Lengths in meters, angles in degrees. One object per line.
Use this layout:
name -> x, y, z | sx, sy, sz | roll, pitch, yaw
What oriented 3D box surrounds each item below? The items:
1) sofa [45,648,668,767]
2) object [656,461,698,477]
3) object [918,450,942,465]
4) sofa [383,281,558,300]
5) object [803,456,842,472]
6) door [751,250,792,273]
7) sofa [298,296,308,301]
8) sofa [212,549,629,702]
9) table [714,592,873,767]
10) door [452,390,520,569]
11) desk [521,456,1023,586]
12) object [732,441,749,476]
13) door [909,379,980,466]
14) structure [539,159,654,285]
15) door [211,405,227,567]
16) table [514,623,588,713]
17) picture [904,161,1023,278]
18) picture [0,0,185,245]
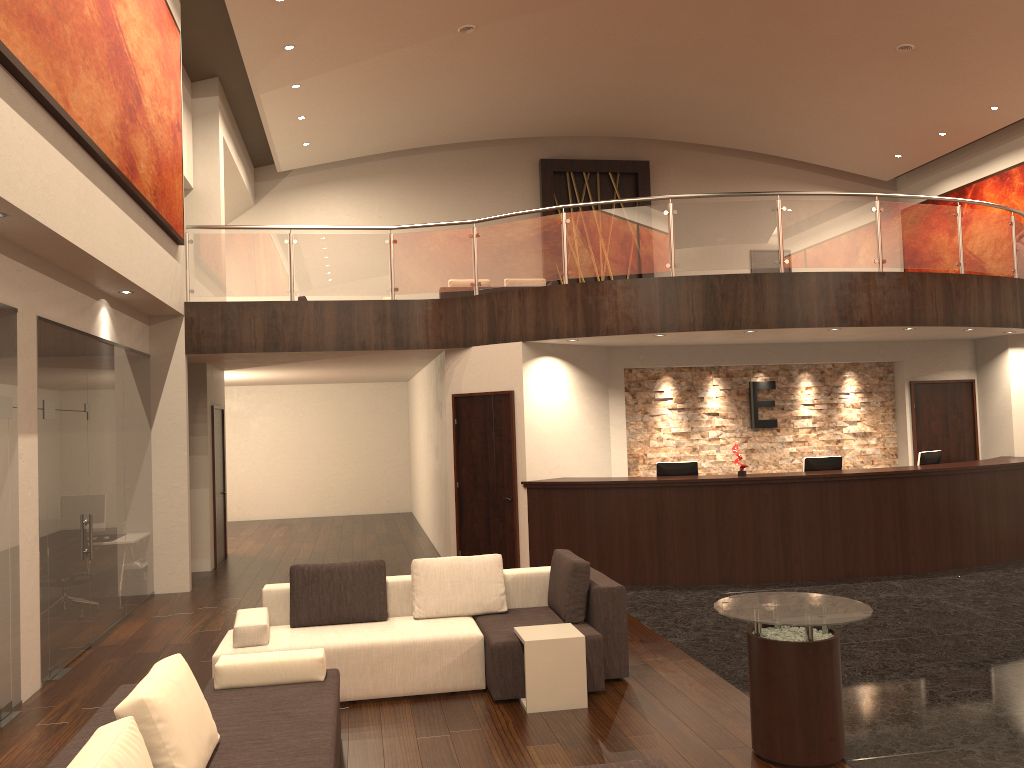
sofa -> -0.492, 1.618, 3.809 | 2.586, 0.862, 3.366 | -2, -2, -10
object -> 1.948, 1.161, 10.433 | 0.483, 0.485, 0.189 | -2, -2, 5
object -> 5.153, 1.070, 10.908 | 0.483, 0.485, 0.189 | 0, -3, -35
sofa -> -0.732, -1.295, 15.842 | 3.366, 0.862, 2.586 | -2, -2, -10
object -> 3.678, 1.102, 10.466 | 0.483, 0.485, 0.189 | -2, -2, -10
door -> 6.070, -2.013, 20.654 | 0.990, 2.232, 0.104 | -2, -2, -10
sofa -> -2.569, -1.181, 17.038 | 3.366, 0.862, 2.586 | -2, -2, -10
sofa -> -0.642, 1.733, 6.430 | 2.846, 0.862, 1.291 | -2, -2, -10
table -> 1.550, 1.624, 4.865 | 0.833, 0.795, 0.844 | -3, -3, 29
door -> -0.314, 1.216, 10.713 | 0.990, 2.232, 0.104 | -4, -3, 40
desk -> 3.685, 1.604, 10.628 | 7.146, 1.171, 1.674 | -2, -2, -9
object -> 2.585, 0.842, 10.019 | 0.163, 0.390, 0.165 | -2, -2, -2
door -> 6.036, 1.062, 12.333 | 0.990, 2.232, 0.104 | -2, -2, -10
structure -> 1.930, -2.908, 19.875 | 2.524, 4.236, 0.187 | -2, -2, -10
door -> -4.227, 1.437, 12.757 | 0.104, 2.232, 0.990 | -2, -2, -10
table -> 0.251, 1.883, 5.911 | 0.400, 0.460, 0.400 | -2, -2, -10
picture -> 9.714, -2.982, 18.833 | 0.070, 2.526, 4.515 | -2, -2, -10
picture -> -3.316, -3.022, 7.150 | 0.070, 2.526, 6.485 | -2, -2, -10
